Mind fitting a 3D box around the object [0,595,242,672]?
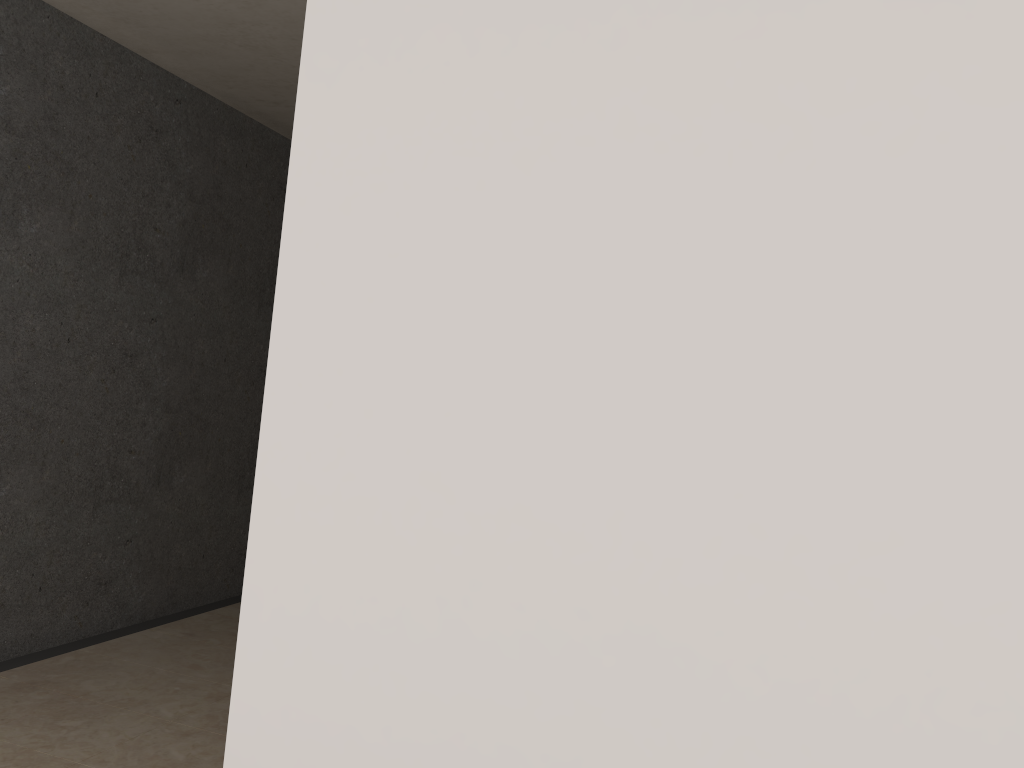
[{"bbox_3d":[1.076,0.844,3.198,6.200,1.455,4.200,5,-1,19],"label":"object"}]
